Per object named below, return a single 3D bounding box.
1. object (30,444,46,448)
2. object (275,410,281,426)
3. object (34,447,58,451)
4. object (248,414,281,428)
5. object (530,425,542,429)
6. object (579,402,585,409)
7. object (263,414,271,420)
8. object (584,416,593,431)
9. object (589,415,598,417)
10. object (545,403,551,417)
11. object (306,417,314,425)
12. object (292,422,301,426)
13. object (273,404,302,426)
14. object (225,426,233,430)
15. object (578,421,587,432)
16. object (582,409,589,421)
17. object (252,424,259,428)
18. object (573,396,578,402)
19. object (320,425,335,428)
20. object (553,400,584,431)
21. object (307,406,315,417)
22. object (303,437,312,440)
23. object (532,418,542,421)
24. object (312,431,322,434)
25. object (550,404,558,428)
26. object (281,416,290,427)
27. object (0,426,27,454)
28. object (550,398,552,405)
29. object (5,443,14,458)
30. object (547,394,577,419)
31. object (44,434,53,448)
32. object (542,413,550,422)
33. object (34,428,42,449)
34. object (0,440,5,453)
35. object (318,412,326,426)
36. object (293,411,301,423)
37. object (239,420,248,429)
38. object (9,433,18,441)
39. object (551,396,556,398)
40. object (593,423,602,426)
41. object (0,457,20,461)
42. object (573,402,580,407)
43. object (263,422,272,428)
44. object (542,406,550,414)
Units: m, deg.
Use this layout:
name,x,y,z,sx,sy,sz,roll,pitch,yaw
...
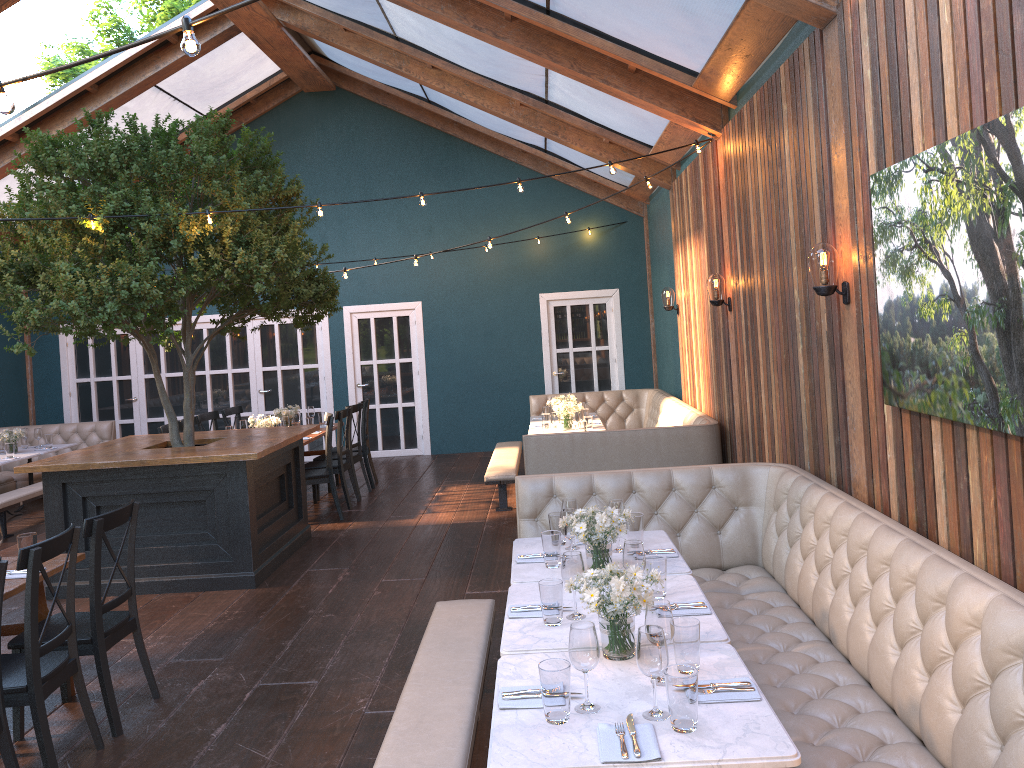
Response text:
name,x,y,z,sx,sy,sz,roll,pitch,yaw
object,-5.753,0.754,10.785,0.157,0.019,0.255,-3,4,2
object,-2.740,0.420,10.386,0.092,0.244,0.092,-3,1,44
object,-5.513,0.763,10.424,0.255,0.019,0.158,-3,4,2
object,-2.557,0.460,9.136,0.328,0.309,0.337,-3,2,17
object,0.324,0.456,9.517,0.255,0.019,0.158,-3,4,2
object,0.817,0.296,10.392,0.092,0.158,0.092,-4,1,-11
object,-2.711,0.457,9.811,0.092,0.244,0.092,-3,1,44
object,0.763,0.404,8.841,0.092,0.158,0.092,-4,1,-11
object,0.865,0.374,10.231,0.255,0.019,0.158,-3,4,2
object,0.447,0.311,10.522,0.092,0.158,0.092,-4,1,-11
object,-2.282,0.460,10.007,0.091,0.158,0.092,-3,1,28
object,-2.309,0.497,9.481,0.091,0.158,0.092,-3,1,38
object,-2.588,0.393,10.171,0.329,0.309,0.336,-4,2,0
object,-2.765,0.537,8.671,0.092,0.244,0.092,-4,1,-40
object,0.677,0.435,8.461,0.092,0.158,0.092,-4,1,-11
object,0.790,0.352,9.592,0.092,0.158,0.092,-4,1,-11
object,-2.812,0.511,9.751,0.091,0.158,0.092,-3,1,28
object,0.725,0.263,10.330,0.092,0.244,0.092,-3,1,44
object,-2.226,0.499,10.416,0.255,0.019,0.158,-3,4,2
object,0.567,0.319,9.157,0.335,0.309,0.330,-2,3,44
object,-2.389,0.389,10.527,0.092,0.244,0.092,-3,1,44
object,-2.244,0.574,9.312,0.255,0.019,0.158,-3,4,2
object,0.359,0.402,10.289,0.255,0.019,0.158,-3,4,2
object,-2.250,0.540,9.821,0.255,0.019,0.158,-3,4,2
object,0.451,0.342,9.418,0.092,0.244,0.092,-4,1,-40
object,-2.404,0.465,9.399,0.092,0.244,0.092,-4,1,-40
object,-5.778,0.649,10.211,0.337,0.309,0.329,-5,2,-33
object,0.485,0.288,10.191,0.092,0.244,0.092,-3,1,44
object,-5.576,0.737,9.830,0.092,0.158,0.092,-4,1,-11
object,0.581,0.262,9.989,0.337,0.309,0.329,-5,2,-33
object,-5.557,0.684,10.615,0.092,0.158,0.092,-4,1,-11
object,0.363,0.394,9.356,0.092,0.158,0.092,-4,1,-11
object,-5.641,0.651,10.535,0.092,0.244,0.092,-3,1,44
object,-5.972,0.728,10.340,0.092,0.158,0.092,-4,1,-11
object,-2.273,0.420,10.591,0.091,0.158,0.092,-3,1,28
object,-2.407,0.430,9.925,0.092,0.244,0.092,-3,1,44
object,-2.802,0.501,9.243,0.092,0.244,0.092,-4,1,-40
object,-5.871,0.673,10.423,0.092,0.244,0.092,-3,1,44
object,0.506,0.270,10.432,0.092,0.244,0.092,-3,1,44
object,0.837,0.429,9.431,0.255,0.019,0.158,-3,4,2
object,-5.531,0.816,9.664,0.255,0.019,0.158,-3,4,2
object,0.697,0.319,9.530,0.092,0.244,0.092,-4,1,-40
object,-2.425,0.507,8.803,0.092,0.244,0.092,-4,1,-40
object,0.398,0.340,10.129,0.092,0.158,0.092,-4,1,-11
